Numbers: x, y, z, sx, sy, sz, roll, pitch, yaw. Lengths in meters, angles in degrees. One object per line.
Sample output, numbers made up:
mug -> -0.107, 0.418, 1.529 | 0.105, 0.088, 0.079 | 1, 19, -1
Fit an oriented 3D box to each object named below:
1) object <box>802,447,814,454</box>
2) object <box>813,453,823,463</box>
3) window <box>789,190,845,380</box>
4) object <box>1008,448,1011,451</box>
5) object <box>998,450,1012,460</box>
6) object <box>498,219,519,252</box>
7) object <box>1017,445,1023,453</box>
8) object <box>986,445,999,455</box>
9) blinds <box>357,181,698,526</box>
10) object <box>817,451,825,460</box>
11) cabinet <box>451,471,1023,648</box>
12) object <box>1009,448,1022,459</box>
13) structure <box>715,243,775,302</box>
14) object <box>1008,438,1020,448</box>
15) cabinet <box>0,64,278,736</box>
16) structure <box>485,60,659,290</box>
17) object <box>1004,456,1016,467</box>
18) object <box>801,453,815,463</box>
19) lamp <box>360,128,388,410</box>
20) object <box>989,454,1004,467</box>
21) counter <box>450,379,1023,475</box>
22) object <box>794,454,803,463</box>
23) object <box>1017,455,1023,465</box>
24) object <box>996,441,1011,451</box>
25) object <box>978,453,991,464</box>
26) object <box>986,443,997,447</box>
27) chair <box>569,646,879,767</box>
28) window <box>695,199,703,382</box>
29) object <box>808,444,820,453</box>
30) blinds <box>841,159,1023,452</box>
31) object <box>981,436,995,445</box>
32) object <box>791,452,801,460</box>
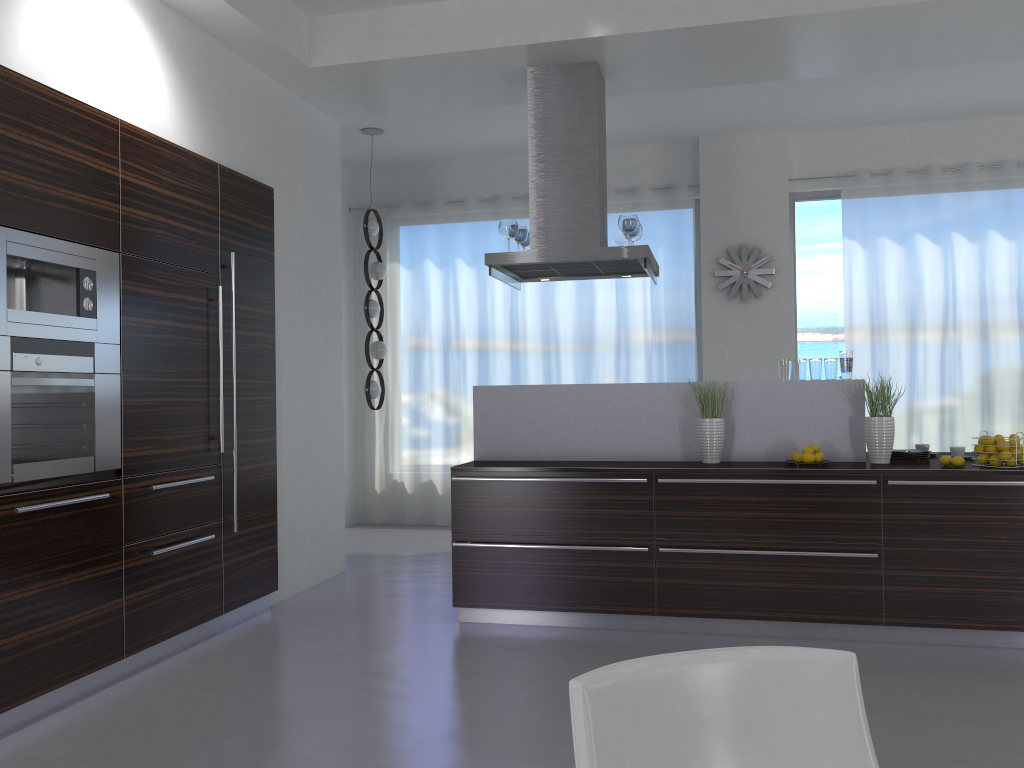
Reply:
object -> 1.553, 0.353, 4.650 | 0.061, 0.047, 0.053 | -1, -1, 16
object -> 1.594, 0.386, 4.635 | 0.061, 0.054, 0.052 | -1, -1, -10
window -> 3.932, -0.472, 7.575 | 3.000, 2.500, 0.100 | -1, -1, 13
object -> 2.443, 0.339, 4.369 | 0.051, 0.053, 0.062 | -1, -1, 21
object -> 2.399, 0.350, 4.315 | 0.061, 0.054, 0.052 | -1, -1, -10
object -> -0.021, -0.900, 5.490 | 0.125, 0.221, 0.125 | -1, -1, 38
object -> 2.502, 0.327, 4.388 | 0.061, 0.054, 0.053 | 0, -1, -31
object -> 2.376, 0.326, 4.386 | 0.062, 0.053, 0.052 | -1, -1, -15
blinds -> 0.076, -0.222, 8.258 | 3.245, 3.112, 0.120 | -1, -1, 13
object -> 1.622, 0.382, 4.686 | 0.063, 0.053, 0.051 | 0, -1, -36
cabinet -> 1.416, 0.859, 5.073 | 3.285, 0.852, 1.377 | -1, -1, 13
object -> 2.463, 0.342, 4.344 | 0.061, 0.055, 0.051 | -1, -1, -7
structure -> 2.016, -0.965, 7.687 | 0.505, 0.505, 0.076 | -1, -1, 13
object -> 2.463, 0.291, 4.351 | 0.051, 0.053, 0.063 | -1, -1, 26
cabinet -> -2.099, 0.067, 3.606 | 0.669, 2.500, 3.600 | -1, -1, 13
structure -> 0.410, -1.279, 5.695 | 0.981, 1.231, 0.915 | -1, -1, 13
object -> 2.435, 0.378, 4.336 | 0.051, 0.053, 0.063 | -1, -1, 21
object -> 1.537, 0.386, 4.605 | 0.070, 0.058, 0.060 | -1, -1, 12
lamp -> -1.172, -0.965, 7.521 | 0.180, 2.370, 0.367 | -1, -1, 7
object -> 2.387, 0.377, 4.370 | 0.064, 0.063, 0.074 | -1, -1, 34
counter -> 1.417, 0.635, 5.086 | 3.291, 1.300, 1.302 | -1, -1, 13
object -> 1.512, 0.391, 4.659 | 0.063, 0.051, 0.053 | -1, -1, 17
object -> 2.517, 0.377, 4.365 | 0.062, 0.052, 0.053 | 0, -1, -37
object -> 2.406, 0.304, 4.342 | 0.061, 0.052, 0.053 | -1, -1, 26
object -> 2.355, 0.372, 4.421 | 0.060, 0.057, 0.052 | -1, -1, 15
object -> 2.404, 0.323, 4.435 | 0.064, 0.053, 0.051 | -1, -1, 16
chair -> 0.403, 0.851, 1.242 | 0.508, 0.805, 0.620 | -1, -1, -17
window -> 0.284, -0.410, 8.440 | 3.000, 2.500, 0.100 | -1, -1, 13
object -> 1.594, 0.342, 4.683 | 0.053, 0.048, 0.063 | -1, -1, -21
blinds -> 4.227, -0.293, 7.274 | 2.830, 3.112, 0.120 | -1, -1, 13
object -> 2.362, 0.282, 4.402 | 0.053, 0.051, 0.063 | 0, -1, -29
object -> 1.517, 0.388, 4.715 | 0.052, 0.054, 0.061 | 0, -1, -30
